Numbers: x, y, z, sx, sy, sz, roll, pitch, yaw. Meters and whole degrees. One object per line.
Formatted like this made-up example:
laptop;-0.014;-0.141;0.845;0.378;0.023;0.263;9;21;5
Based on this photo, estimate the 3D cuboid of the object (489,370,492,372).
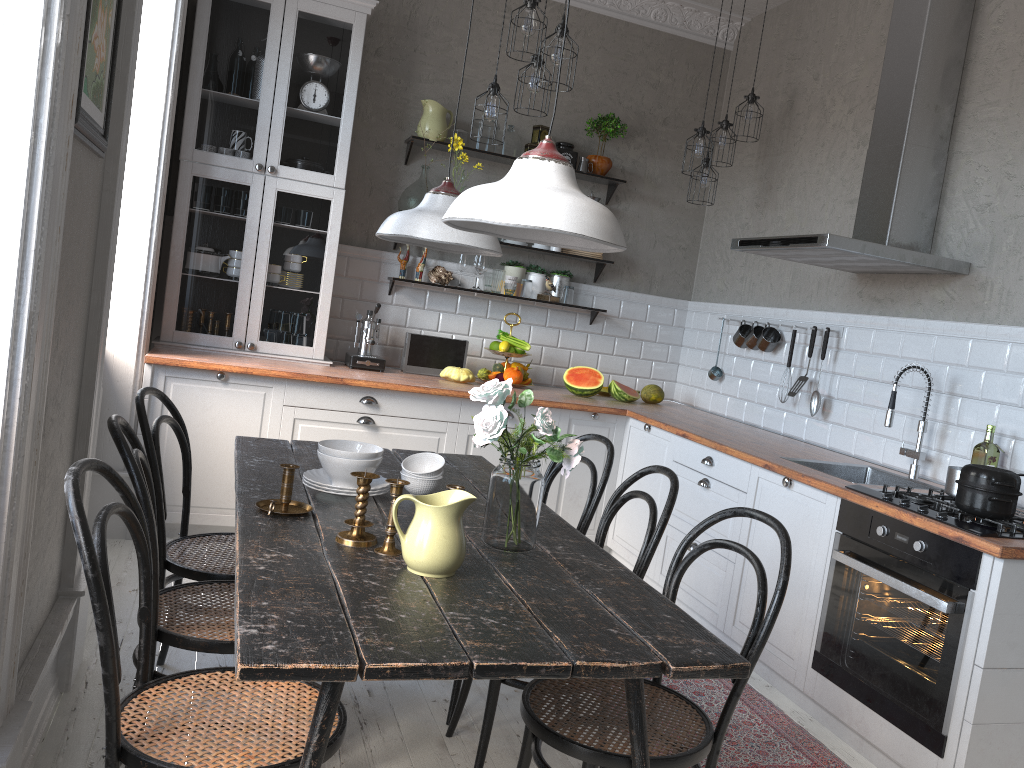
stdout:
object;-0.078;-0.044;5.228;0.234;0.048;0.063;13;7;43

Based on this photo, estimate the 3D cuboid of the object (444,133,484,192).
object;-0.311;-1.124;5.000;0.195;0.539;0.276;6;5;-27

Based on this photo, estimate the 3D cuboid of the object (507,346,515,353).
object;-0.013;-0.188;5.085;0.064;0.061;0.066;7;5;-19

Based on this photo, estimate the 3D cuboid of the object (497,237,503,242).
object;-0.101;-0.934;5.156;0.124;0.206;0.125;9;5;3

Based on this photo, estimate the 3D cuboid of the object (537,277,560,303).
object;0.231;-0.568;5.336;0.098;0.146;0.121;12;6;39

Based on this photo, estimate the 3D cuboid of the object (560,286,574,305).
object;0.337;-0.538;5.358;0.079;0.108;0.076;6;5;-26

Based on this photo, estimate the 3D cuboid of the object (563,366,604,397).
object;0.412;-0.011;5.135;0.235;0.174;0.218;9;5;2

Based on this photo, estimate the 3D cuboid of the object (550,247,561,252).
object;0.263;-0.823;5.271;0.105;0.071;0.063;9;5;10

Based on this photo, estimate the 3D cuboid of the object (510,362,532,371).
object;0.050;-0.098;5.201;0.129;0.056;0.058;6;5;-27

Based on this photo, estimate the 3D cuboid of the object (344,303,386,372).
object;-0.771;-0.261;4.813;0.208;0.370;0.348;7;5;-19

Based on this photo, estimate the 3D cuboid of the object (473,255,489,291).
object;-0.182;-0.651;5.142;0.083;0.216;0.080;5;5;-33

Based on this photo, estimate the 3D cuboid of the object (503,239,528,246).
object;0.061;-0.999;5.299;0.245;0.354;0.234;8;5;-1

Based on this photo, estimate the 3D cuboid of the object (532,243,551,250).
object;0.204;-0.990;5.295;0.166;0.380;0.187;11;5;32

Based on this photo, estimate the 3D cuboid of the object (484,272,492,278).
object;-0.135;-0.622;5.276;0.078;0.083;0.078;8;5;-1

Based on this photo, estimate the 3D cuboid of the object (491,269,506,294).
object;-0.084;-0.604;5.217;0.077;0.139;0.080;13;6;43

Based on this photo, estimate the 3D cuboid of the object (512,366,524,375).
object;0.024;-0.066;5.120;0.088;0.078;0.088;9;5;7

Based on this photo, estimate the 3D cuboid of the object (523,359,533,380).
object;0.077;-0.087;5.204;0.061;0.120;0.126;9;5;5

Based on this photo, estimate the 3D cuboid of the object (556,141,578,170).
object;0.307;-1.363;5.327;0.144;0.174;0.140;7;5;-19

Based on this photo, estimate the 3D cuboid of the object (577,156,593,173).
object;0.435;-1.300;5.277;0.094;0.096;0.073;7;5;-19

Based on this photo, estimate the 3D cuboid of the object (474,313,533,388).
object;-0.021;-0.203;5.138;0.359;0.425;0.345;5;6;-34

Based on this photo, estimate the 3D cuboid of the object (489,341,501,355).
object;-0.083;-0.208;5.121;0.097;0.078;0.099;5;6;-32

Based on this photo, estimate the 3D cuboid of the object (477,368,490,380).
object;-0.156;-0.059;5.130;0.076;0.072;0.153;9;5;11

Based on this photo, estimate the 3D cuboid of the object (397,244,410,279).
object;-0.618;-0.731;5.077;0.060;0.264;0.054;12;6;42

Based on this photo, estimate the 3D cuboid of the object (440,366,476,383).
object;-0.297;-0.052;4.885;0.199;0.083;0.187;7;5;-19

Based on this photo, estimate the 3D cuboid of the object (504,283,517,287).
object;-0.011;-0.564;5.202;0.078;0.051;0.076;6;5;-26

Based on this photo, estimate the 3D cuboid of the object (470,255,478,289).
object;-0.211;-0.662;5.224;0.083;0.216;0.080;5;5;-33

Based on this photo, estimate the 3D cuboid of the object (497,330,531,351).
object;0.008;-0.254;5.114;0.213;0.101;0.066;7;5;-14

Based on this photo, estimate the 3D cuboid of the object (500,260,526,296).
object;-0.004;-0.642;5.327;0.160;0.216;0.153;5;6;-39

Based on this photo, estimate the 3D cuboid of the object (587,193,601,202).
object;0.472;-1.023;5.411;0.133;0.287;0.128;5;6;-34

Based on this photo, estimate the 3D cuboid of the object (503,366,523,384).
object;0.007;-0.050;5.036;0.109;0.110;0.115;12;6;38

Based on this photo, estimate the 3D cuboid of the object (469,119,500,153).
object;-0.164;-1.419;5.114;0.170;0.184;0.174;10;5;20

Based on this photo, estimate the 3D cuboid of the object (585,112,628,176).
object;0.557;-1.441;5.356;0.260;0.397;0.242;9;5;5

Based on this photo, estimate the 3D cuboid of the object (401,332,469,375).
object;-0.439;-0.158;5.035;0.356;0.226;0.087;7;5;-20

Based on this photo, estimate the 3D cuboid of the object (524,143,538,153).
object;0.117;-1.351;5.214;0.084;0.113;0.081;7;5;-19

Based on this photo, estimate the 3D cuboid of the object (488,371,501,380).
object;-0.108;-0.046;5.110;0.085;0.057;0.089;10;5;13

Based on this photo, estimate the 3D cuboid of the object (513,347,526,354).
object;0.030;-0.184;5.136;0.098;0.062;0.077;13;7;44

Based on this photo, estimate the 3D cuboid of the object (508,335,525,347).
object;0.014;-0.249;5.188;0.181;0.096;0.088;8;5;0

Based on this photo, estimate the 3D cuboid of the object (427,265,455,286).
object;-0.419;-0.629;5.118;0.180;0.111;0.094;4;6;-42

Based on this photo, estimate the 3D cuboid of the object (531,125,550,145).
object;0.168;-1.456;5.205;0.084;0.113;0.081;5;6;-39

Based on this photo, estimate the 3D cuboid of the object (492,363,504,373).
object;-0.072;-0.088;5.211;0.078;0.076;0.155;9;5;8

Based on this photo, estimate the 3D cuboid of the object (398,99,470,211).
object;-0.479;-1.216;4.976;0.331;0.674;0.341;12;6;39

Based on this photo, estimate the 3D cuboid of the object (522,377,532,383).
object;0.016;-0.040;5.240;0.214;0.044;0.054;10;5;18

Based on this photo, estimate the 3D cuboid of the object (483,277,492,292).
object;-0.140;-0.589;5.279;0.078;0.083;0.078;8;5;-1

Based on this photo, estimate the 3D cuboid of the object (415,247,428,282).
object;-0.513;-0.718;5.099;0.052;0.264;0.062;10;5;17

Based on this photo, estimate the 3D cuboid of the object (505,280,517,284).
object;-0.009;-0.581;5.201;0.077;0.051;0.077;8;5;0

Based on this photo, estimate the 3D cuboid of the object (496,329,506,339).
object;-0.053;-0.283;5.093;0.074;0.058;0.050;4;6;-42

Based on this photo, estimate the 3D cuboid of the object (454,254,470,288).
object;-0.294;-0.673;5.198;0.083;0.216;0.080;5;5;-33

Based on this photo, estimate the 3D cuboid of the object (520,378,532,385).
object;0.067;-0.014;5.133;0.088;0.051;0.069;11;5;28

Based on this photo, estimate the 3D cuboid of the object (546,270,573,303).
object;0.294;-0.602;5.454;0.161;0.213;0.151;7;5;-21

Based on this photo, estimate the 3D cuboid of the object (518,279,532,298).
object;0.084;-0.570;5.292;0.079;0.108;0.076;6;5;-26

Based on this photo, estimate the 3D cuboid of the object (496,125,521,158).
object;-0.020;-1.428;5.262;0.137;0.220;0.142;11;5;30

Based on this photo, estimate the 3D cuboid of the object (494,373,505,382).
object;-0.100;-0.038;5.131;0.071;0.076;0.224;5;6;-37

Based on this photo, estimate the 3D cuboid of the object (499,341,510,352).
object;-0.044;-0.213;5.055;0.059;0.069;0.079;8;5;1

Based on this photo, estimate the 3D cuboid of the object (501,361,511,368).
object;-0.038;-0.094;5.214;0.087;0.093;0.085;6;5;-23

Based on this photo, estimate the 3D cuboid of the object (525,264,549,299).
object;0.140;-0.621;5.389;0.172;0.214;0.148;9;5;10

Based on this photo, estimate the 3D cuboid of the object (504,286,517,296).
object;-0.014;-0.548;5.203;0.078;0.051;0.076;6;5;-26

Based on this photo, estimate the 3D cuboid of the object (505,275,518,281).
object;-0.005;-0.607;5.199;0.079;0.051;0.076;5;6;-33

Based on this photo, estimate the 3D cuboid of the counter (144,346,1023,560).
counter;0.092;0.164;3.749;3.205;0.039;3.346;7;5;-19
